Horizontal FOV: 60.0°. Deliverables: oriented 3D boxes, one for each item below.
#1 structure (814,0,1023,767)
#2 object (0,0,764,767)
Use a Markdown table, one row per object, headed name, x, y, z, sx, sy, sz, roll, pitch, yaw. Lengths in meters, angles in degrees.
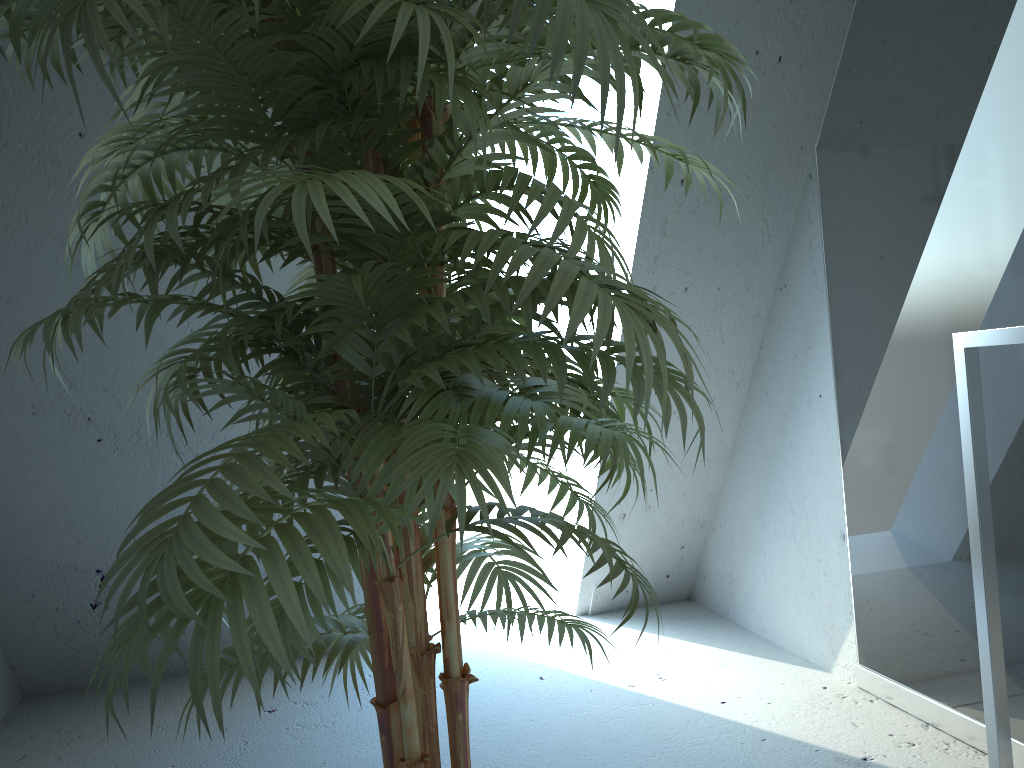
| name | x | y | z | sx | sy | sz | roll | pitch | yaw |
| --- | --- | --- | --- | --- | --- | --- | --- | --- | --- |
| structure | 1.402 | -0.340 | 1.442 | 1.184 | 2.114 | 1.835 | -5 | 0 | -13 |
| object | -0.169 | -0.168 | 1.156 | 1.020 | 2.034 | 0.980 | -5 | 0 | 36 |
